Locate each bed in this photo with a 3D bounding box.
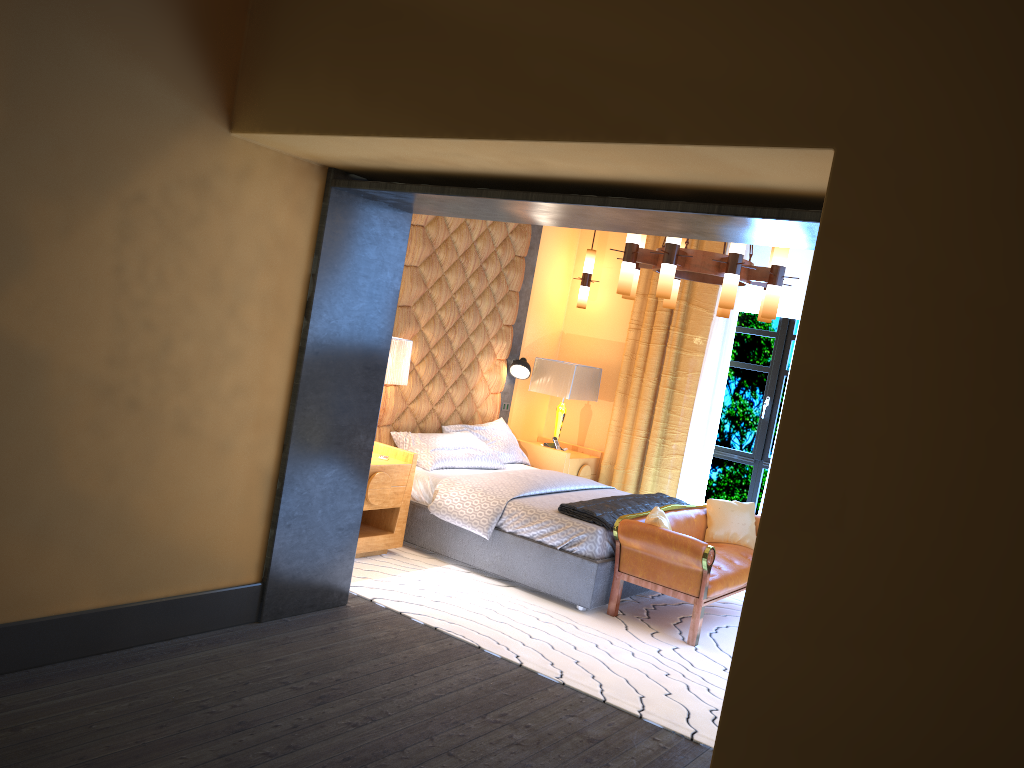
[{"bbox_3d":[0.168,0.811,6.536,2.102,0.826,1.890,12,4,34],"label":"bed"}]

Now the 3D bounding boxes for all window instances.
[{"bbox_3d":[2.188,0.065,7.452,1.197,3.005,0.130,13,5,34],"label":"window"}]

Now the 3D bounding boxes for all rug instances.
[{"bbox_3d":[0.737,1.413,5.908,3.694,0.016,3.390,12,4,34],"label":"rug"}]

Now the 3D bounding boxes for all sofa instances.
[{"bbox_3d":[1.275,1.188,5.854,0.649,0.641,1.616,13,4,34],"label":"sofa"}]

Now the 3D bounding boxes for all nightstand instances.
[{"bbox_3d":[0.326,0.880,7.963,0.718,0.691,0.681,13,4,34],"label":"nightstand"},{"bbox_3d":[-1.148,0.730,5.799,0.719,0.701,0.709,13,4,34],"label":"nightstand"}]

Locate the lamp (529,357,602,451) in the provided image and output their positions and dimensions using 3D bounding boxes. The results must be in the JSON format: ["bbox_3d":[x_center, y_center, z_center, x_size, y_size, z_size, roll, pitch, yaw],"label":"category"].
[{"bbox_3d":[0.434,0.209,7.809,0.423,0.803,0.506,13,5,34],"label":"lamp"}]

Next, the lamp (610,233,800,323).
[{"bbox_3d":[1.346,-1.544,5.522,1.142,2.172,1.138,8,5,-33],"label":"lamp"}]

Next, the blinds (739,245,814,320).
[{"bbox_3d":[2.369,-0.981,7.363,1.197,0.874,0.013,13,5,34],"label":"blinds"}]

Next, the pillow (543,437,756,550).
[{"bbox_3d":[1.080,0.849,6.649,1.148,0.407,2.622,9,3,-14],"label":"pillow"}]

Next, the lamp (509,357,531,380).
[{"bbox_3d":[0.249,-0.092,7.664,0.568,0.218,0.231,10,4,-8],"label":"lamp"}]

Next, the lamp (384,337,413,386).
[{"bbox_3d":[-1.015,0.062,5.759,0.423,0.803,0.506,13,5,34],"label":"lamp"}]

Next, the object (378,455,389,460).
[{"bbox_3d":[-0.847,0.488,5.855,0.064,0.018,0.111,10,3,-1],"label":"object"}]

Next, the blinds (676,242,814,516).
[{"bbox_3d":[2.059,-0.497,7.177,2.046,4.082,0.237,13,5,31],"label":"blinds"}]

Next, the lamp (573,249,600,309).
[{"bbox_3d":[0.672,-0.947,8.007,0.199,0.532,0.199,9,4,-11],"label":"lamp"}]

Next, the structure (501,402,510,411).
[{"bbox_3d":[-0.058,0.198,7.736,0.016,0.071,0.103,13,4,34],"label":"structure"}]

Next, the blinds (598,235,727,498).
[{"bbox_3d":[2.048,-0.517,7.085,2.445,4.152,0.134,13,5,34],"label":"blinds"}]

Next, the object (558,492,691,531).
[{"bbox_3d":[0.837,0.850,6.071,0.404,0.105,1.462,12,4,34],"label":"object"}]
